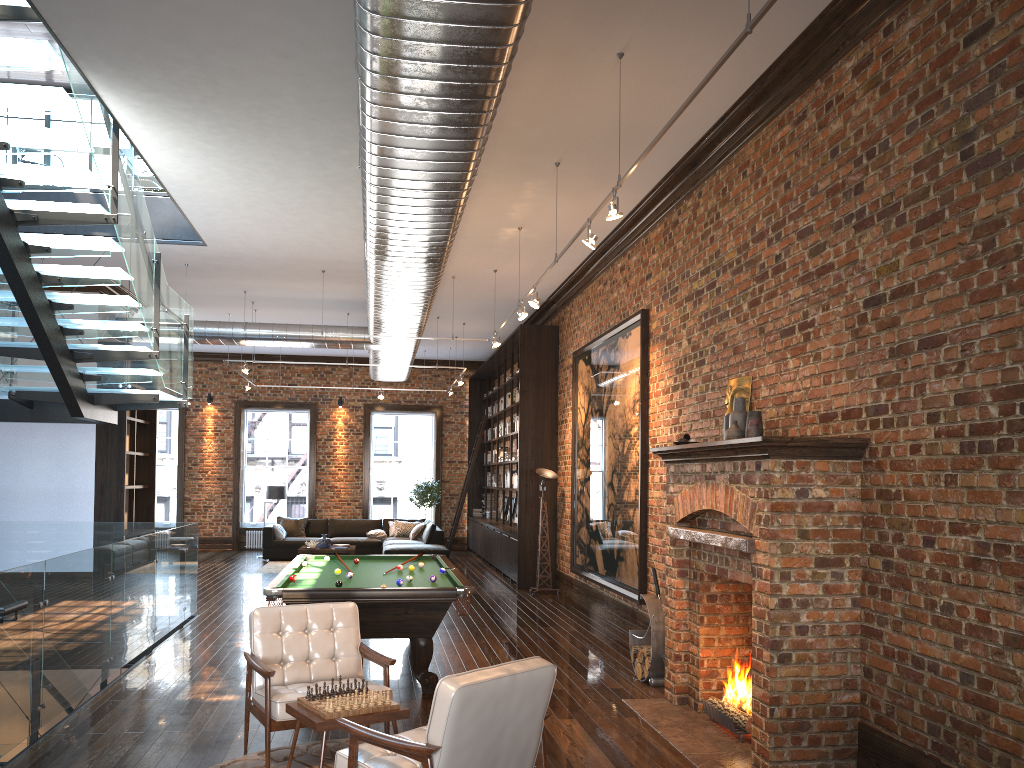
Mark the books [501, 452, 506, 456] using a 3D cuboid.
[{"bbox_3d":[-0.158,1.512,18.305,0.148,0.232,0.036,1,-1,-9],"label":"books"}]

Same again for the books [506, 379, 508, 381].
[{"bbox_3d":[-0.005,-0.077,17.428,0.204,0.011,0.310,2,-6,-9],"label":"books"}]

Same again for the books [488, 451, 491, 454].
[{"bbox_3d":[-0.463,1.685,20.241,0.179,0.298,0.015,1,-1,-9],"label":"books"}]

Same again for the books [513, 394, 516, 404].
[{"bbox_3d":[0.088,0.317,16.677,0.191,0.254,0.062,1,-2,-9],"label":"books"}]

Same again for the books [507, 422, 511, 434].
[{"bbox_3d":[0.041,0.854,16.867,0.272,0.240,0.083,1,-2,-9],"label":"books"}]

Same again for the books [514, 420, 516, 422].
[{"bbox_3d":[0.119,0.798,16.380,0.186,0.243,0.079,1,-2,-9],"label":"books"}]

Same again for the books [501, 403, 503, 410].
[{"bbox_3d":[-0.132,0.490,18.042,0.187,0.199,0.030,1,-1,-9],"label":"books"}]

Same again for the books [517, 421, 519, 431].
[{"bbox_3d":[0.188,0.769,15.956,0.181,0.208,0.024,1,-1,-9],"label":"books"}]

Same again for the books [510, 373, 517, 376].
[{"bbox_3d":[0.097,-0.179,16.705,0.205,0.017,0.361,2,-6,-11],"label":"books"}]

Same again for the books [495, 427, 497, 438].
[{"bbox_3d":[-0.263,1.054,18.957,0.174,0.282,0.113,1,-2,-9],"label":"books"}]

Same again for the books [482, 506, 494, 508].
[{"bbox_3d":[-0.546,2.839,20.464,0.250,0.020,0.318,2,-6,-9],"label":"books"}]

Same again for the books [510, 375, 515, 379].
[{"bbox_3d":[0.099,-0.125,16.704,0.193,0.030,0.314,2,-6,-13],"label":"books"}]

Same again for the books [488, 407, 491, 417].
[{"bbox_3d":[-0.417,0.651,19.795,0.235,0.251,0.028,1,-1,-9],"label":"books"}]

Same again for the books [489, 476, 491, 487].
[{"bbox_3d":[-0.413,2.171,19.767,0.212,0.232,0.019,1,-1,-9],"label":"books"}]

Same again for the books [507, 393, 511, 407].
[{"bbox_3d":[0.007,0.339,17.216,0.186,0.328,0.069,1,-2,-9],"label":"books"}]

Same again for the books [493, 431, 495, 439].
[{"bbox_3d":[-0.358,1.148,19.502,0.185,0.210,0.069,1,-2,-9],"label":"books"}]

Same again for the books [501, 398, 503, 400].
[{"bbox_3d":[-0.136,0.453,18.239,0.166,0.315,0.016,1,-1,-9],"label":"books"}]

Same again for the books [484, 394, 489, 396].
[{"bbox_3d":[-0.511,0.250,20.557,0.230,0.015,0.314,2,-6,-12],"label":"books"}]

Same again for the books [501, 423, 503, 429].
[{"bbox_3d":[-0.136,0.947,18.114,0.183,0.313,0.013,1,-1,-9],"label":"books"}]

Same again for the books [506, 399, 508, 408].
[{"bbox_3d":[-0.047,0.422,17.621,0.143,0.250,0.078,1,-2,-9],"label":"books"}]

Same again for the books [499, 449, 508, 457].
[{"bbox_3d":[-0.183,1.489,18.355,0.189,0.286,0.013,1,-1,-9],"label":"books"}]

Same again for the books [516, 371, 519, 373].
[{"bbox_3d":[0.204,-0.217,15.996,0.216,0.020,0.235,2,-6,-12],"label":"books"}]

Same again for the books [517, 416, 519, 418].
[{"bbox_3d":[0.165,0.745,16.188,0.152,0.306,0.017,1,-1,-9],"label":"books"}]

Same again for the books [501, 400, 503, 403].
[{"bbox_3d":[-0.133,0.464,18.106,0.192,0.266,0.016,1,-1,-9],"label":"books"}]

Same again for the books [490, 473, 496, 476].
[{"bbox_3d":[-0.413,2.149,19.890,0.165,0.303,0.013,1,-1,-9],"label":"books"}]

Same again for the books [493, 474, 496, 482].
[{"bbox_3d":[-0.344,2.126,19.570,0.129,0.282,0.030,1,-1,-9],"label":"books"}]

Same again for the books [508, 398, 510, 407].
[{"bbox_3d":[0.020,0.382,17.037,0.193,0.202,0.027,1,-1,-9],"label":"books"}]

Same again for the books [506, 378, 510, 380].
[{"bbox_3d":[-0.015,-0.090,17.426,0.199,0.017,0.304,2,-6,-13],"label":"books"}]

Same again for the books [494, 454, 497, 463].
[{"bbox_3d":[-0.269,1.577,18.787,0.236,0.202,0.046,1,-2,-9],"label":"books"}]

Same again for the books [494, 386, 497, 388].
[{"bbox_3d":[-0.285,0.077,19.237,0.192,0.007,0.366,1,-6,-7],"label":"books"}]

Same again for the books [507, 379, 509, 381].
[{"bbox_3d":[0.000,-0.066,17.428,0.187,0.011,0.382,2,-6,-8],"label":"books"}]

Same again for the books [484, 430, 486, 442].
[{"bbox_3d":[-0.559,1.231,20.695,0.176,0.295,0.017,1,-1,-9],"label":"books"}]

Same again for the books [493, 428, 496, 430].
[{"bbox_3d":[-0.362,1.121,19.595,0.190,0.280,0.006,1,-1,-9],"label":"books"}]

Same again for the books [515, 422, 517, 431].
[{"bbox_3d":[0.149,0.798,16.221,0.181,0.207,0.030,1,-1,-9],"label":"books"}]

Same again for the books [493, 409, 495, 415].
[{"bbox_3d":[-0.326,0.646,19.460,0.170,0.194,0.084,1,-2,-9],"label":"books"}]

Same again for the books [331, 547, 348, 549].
[{"bbox_3d":[-3.154,3.003,16.214,0.262,0.024,0.206,4,-7,-31],"label":"books"}]

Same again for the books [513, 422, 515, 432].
[{"bbox_3d":[0.123,0.811,16.348,0.223,0.208,0.065,1,-2,-9],"label":"books"}]

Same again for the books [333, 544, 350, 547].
[{"bbox_3d":[-3.187,3.013,16.553,0.205,0.028,0.263,-2,-7,24],"label":"books"}]

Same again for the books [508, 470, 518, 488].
[{"bbox_3d":[0.023,1.829,17.068,0.183,0.335,0.016,1,-1,-9],"label":"books"}]

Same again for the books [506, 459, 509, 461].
[{"bbox_3d":[0.014,1.454,16.958,0.244,0.025,0.161,2,-6,-10],"label":"books"}]

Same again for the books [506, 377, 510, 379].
[{"bbox_3d":[-0.018,-0.106,17.426,0.215,0.015,0.321,2,-6,-11],"label":"books"}]

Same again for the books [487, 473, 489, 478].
[{"bbox_3d":[-0.480,2.199,20.339,0.183,0.300,0.015,1,-1,-9],"label":"books"}]

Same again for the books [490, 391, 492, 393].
[{"bbox_3d":[-0.365,0.191,19.621,0.229,0.033,0.274,1,-6,-5],"label":"books"}]
